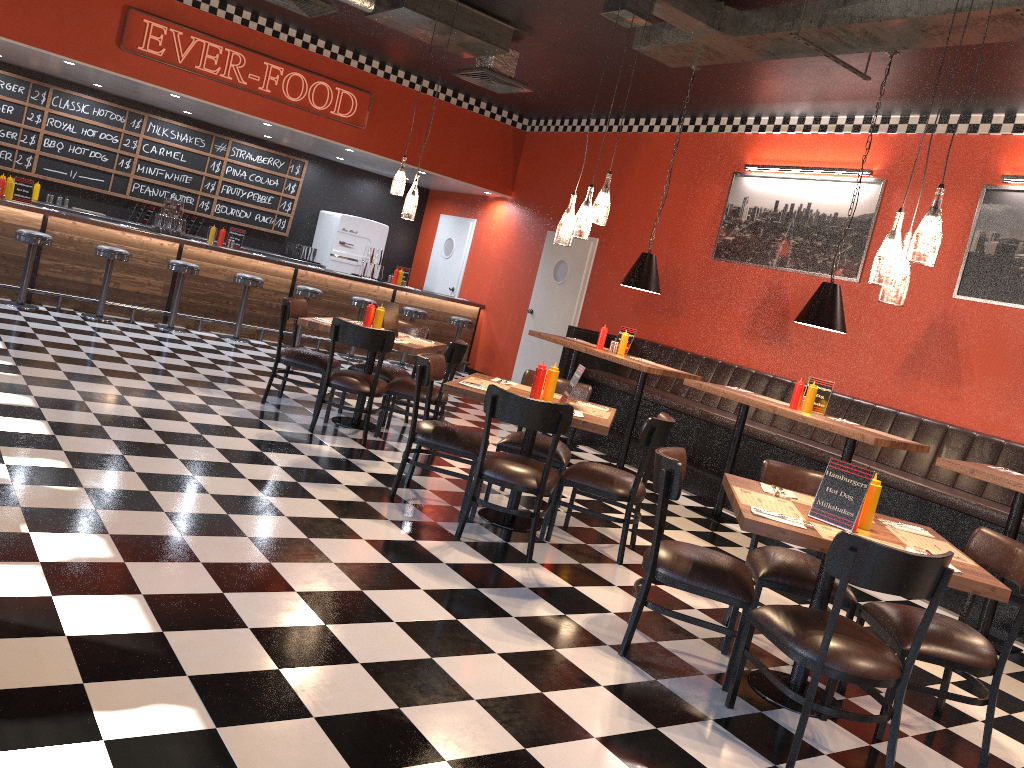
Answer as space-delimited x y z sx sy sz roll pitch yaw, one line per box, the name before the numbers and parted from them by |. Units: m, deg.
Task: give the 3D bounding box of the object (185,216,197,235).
object | -4.427 -2.188 12.201 0.074 0.257 0.190 11 6 -35

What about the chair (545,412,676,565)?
chair | 0.604 0.556 5.286 0.546 0.865 0.486 15 5 17

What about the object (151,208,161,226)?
object | -4.783 -2.243 11.935 0.072 0.256 0.189 11 5 -32

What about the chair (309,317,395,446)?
chair | -1.173 -0.038 6.676 0.486 0.865 0.546 14 5 2

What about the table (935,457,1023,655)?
table | 3.199 1.162 4.905 0.693 0.996 1.704 10 7 -37

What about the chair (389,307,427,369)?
chair | -1.364 -0.621 11.695 0.347 0.772 0.351 11 5 -32

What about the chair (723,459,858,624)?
chair | 1.369 0.861 4.258 0.486 0.865 0.546 14 5 3

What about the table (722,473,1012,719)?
table | 1.315 0.956 3.743 0.961 0.771 0.958 14 6 8

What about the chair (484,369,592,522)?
chair | 0.184 0.383 5.889 0.487 0.865 0.545 15 5 11

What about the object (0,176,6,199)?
object | -5.382 -2.076 9.341 0.067 0.237 0.068 11 5 -35

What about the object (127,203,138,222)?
object | -5.035 -2.283 11.749 0.070 0.257 0.190 11 5 -30

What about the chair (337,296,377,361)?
chair | -1.958 -0.713 11.249 0.347 0.772 0.351 10 6 -37

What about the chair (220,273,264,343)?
chair | -3.146 -0.898 10.355 0.349 0.772 0.349 14 4 8

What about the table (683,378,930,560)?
table | 2.005 0.675 6.595 0.693 0.996 1.704 10 7 -37

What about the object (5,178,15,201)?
object | -5.283 -2.051 9.328 0.067 0.237 0.068 11 5 -35

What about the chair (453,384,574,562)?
chair | 0.026 0.460 4.903 0.487 0.865 0.545 14 5 8

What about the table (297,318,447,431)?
table | -1.177 -0.045 7.148 0.958 0.771 0.962 14 6 8

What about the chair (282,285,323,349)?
chair | -2.552 -0.806 10.802 0.349 0.772 0.349 14 4 8

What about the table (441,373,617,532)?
table | 0.058 0.455 5.424 0.961 0.771 0.958 14 6 8

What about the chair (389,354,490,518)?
chair | -0.413 0.290 5.448 0.545 0.865 0.487 14 5 5

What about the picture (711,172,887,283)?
picture | 2.717 -1.563 8.610 0.023 0.937 1.783 11 7 -37

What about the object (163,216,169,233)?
object | -4.072 -1.876 10.468 0.105 0.208 0.105 14 5 8

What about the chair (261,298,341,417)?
chair | -1.704 -0.237 7.283 0.545 0.865 0.488 14 5 3

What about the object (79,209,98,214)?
object | -5.464 -2.231 11.437 0.364 0.001 0.263 9 8 -35

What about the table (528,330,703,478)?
table | 0.806 0.186 8.294 0.693 0.996 1.704 10 7 -37

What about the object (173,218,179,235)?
object | -3.978 -1.862 10.539 0.105 0.208 0.105 14 5 8

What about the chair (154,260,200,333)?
chair | -3.740 -0.990 9.908 0.348 0.772 0.349 14 4 3

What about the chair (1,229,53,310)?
chair | -4.929 -1.174 9.015 0.349 0.772 0.349 15 5 13

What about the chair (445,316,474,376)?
chair | -0.769 -0.529 12.142 0.349 0.772 0.349 14 4 8

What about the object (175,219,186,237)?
object | -3.903 -1.833 10.451 0.105 0.208 0.105 14 5 8

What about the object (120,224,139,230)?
object | -4.291 -1.767 9.929 0.157 0.019 0.257 8 9 -41

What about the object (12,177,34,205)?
object | -5.250 -2.074 9.513 0.073 0.256 0.187 18 6 43

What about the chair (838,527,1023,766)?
chair | 1.808 1.031 3.714 0.544 0.865 0.488 14 5 0

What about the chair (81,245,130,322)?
chair | -4.334 -1.082 9.462 0.349 0.772 0.349 15 5 13

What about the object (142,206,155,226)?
object | -4.871 -2.257 11.868 0.072 0.256 0.189 10 6 -42

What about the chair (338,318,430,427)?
chair | -1.077 -0.125 7.630 0.488 0.865 0.544 15 5 20

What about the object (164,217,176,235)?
object | -4.004 -1.850 10.385 0.105 0.208 0.105 14 5 8

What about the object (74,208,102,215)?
object | -5.465 -2.229 11.437 0.364 0.001 0.263 9 8 -34

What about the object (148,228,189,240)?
object | -4.048 -1.768 10.449 0.435 0.018 0.275 9 8 -37

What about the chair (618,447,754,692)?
chair | 0.791 0.766 3.875 0.546 0.865 0.487 15 5 12

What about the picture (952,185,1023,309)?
picture | 4.211 -0.953 6.493 0.023 0.937 1.783 11 7 -37

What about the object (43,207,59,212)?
object | -4.911 -1.860 9.434 0.157 0.019 0.257 10 8 -31

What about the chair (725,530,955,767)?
chair | 1.211 0.938 3.272 0.485 0.865 0.547 13 5 -14

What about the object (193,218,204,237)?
object | -4.340 -2.174 12.267 0.072 0.256 0.189 11 5 -32

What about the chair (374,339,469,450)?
chair | -0.702 0.033 7.047 0.545 0.865 0.488 14 5 3

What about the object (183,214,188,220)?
object | -4.517 -2.202 12.134 0.072 0.256 0.189 11 5 -32

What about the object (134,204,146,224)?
object | -4.958 -2.270 11.800 0.072 0.259 0.194 11 6 -34
